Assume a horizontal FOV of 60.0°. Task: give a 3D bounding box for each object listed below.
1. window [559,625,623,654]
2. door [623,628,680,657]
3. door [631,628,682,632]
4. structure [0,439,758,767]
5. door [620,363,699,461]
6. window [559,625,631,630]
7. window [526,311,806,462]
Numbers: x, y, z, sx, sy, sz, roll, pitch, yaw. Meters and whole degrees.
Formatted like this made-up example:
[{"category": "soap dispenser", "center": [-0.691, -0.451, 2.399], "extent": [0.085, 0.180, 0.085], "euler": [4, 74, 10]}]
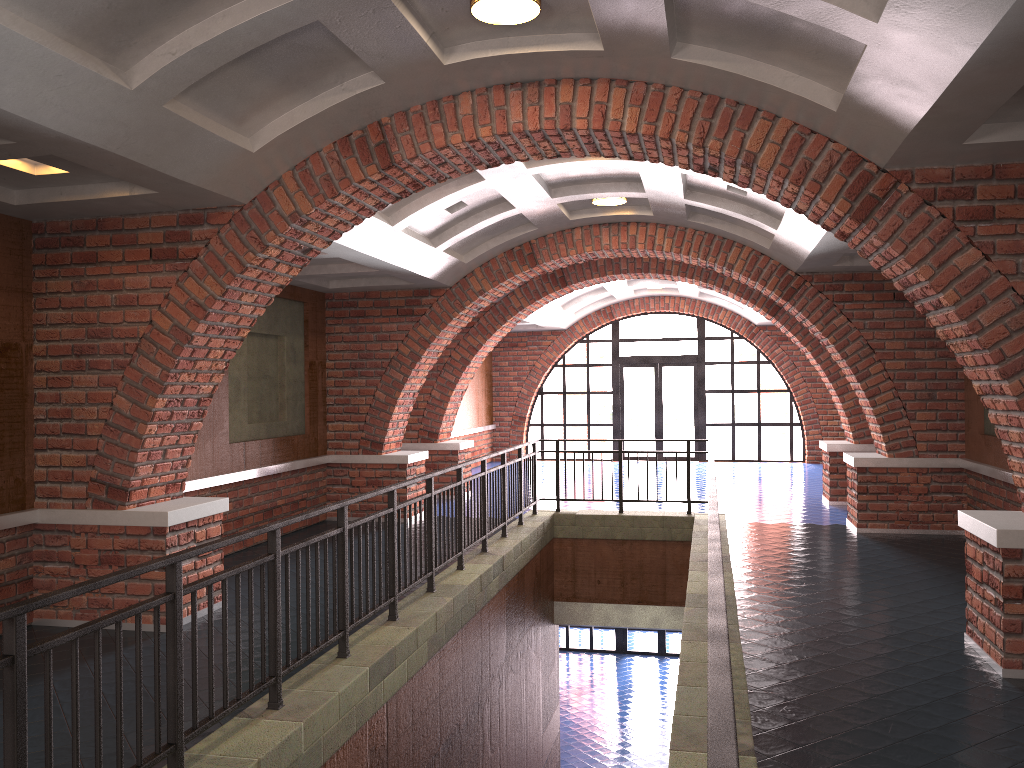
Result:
[{"category": "window", "center": [3.442, 4.465, 20.168], "extent": [6.353, 3.471, 0.100], "euler": [-1, 0, 12]}, {"category": "door", "center": [3.399, 5.086, 20.182], "extent": [1.754, 2.236, 0.040], "euler": [-1, 0, 12]}, {"category": "door", "center": [3.836, 5.088, 22.154], "extent": [1.754, 2.236, 0.040], "euler": [-1, 0, 12]}, {"category": "structure", "center": [0.294, 3.520, 5.980], "extent": [2.464, 5.665, 11.177], "euler": [-1, 0, 12]}, {"category": "door", "center": [3.347, 0.636, 20.204], "extent": [1.754, 2.236, 0.040], "euler": [-1, 0, 12]}, {"category": "window", "center": [3.879, 4.467, 22.140], "extent": [6.353, 3.471, 0.100], "euler": [-1, 0, 12]}, {"category": "window", "center": [3.391, 0.068, 20.189], "extent": [6.353, 3.471, 0.100], "euler": [-1, 0, 12]}]
